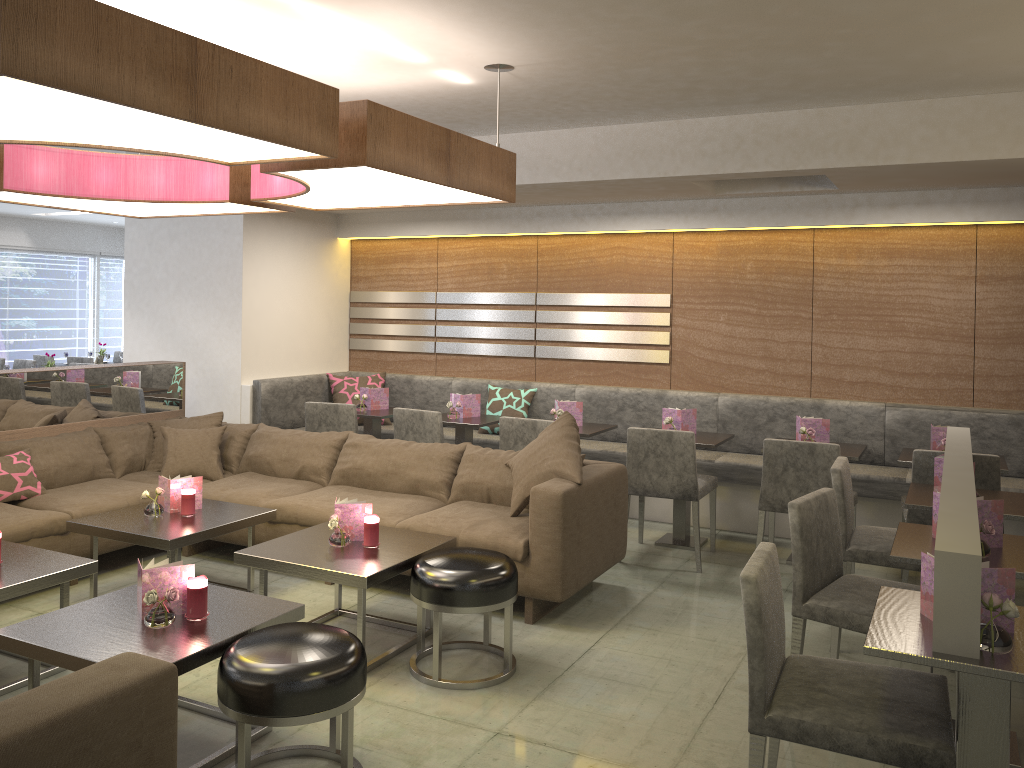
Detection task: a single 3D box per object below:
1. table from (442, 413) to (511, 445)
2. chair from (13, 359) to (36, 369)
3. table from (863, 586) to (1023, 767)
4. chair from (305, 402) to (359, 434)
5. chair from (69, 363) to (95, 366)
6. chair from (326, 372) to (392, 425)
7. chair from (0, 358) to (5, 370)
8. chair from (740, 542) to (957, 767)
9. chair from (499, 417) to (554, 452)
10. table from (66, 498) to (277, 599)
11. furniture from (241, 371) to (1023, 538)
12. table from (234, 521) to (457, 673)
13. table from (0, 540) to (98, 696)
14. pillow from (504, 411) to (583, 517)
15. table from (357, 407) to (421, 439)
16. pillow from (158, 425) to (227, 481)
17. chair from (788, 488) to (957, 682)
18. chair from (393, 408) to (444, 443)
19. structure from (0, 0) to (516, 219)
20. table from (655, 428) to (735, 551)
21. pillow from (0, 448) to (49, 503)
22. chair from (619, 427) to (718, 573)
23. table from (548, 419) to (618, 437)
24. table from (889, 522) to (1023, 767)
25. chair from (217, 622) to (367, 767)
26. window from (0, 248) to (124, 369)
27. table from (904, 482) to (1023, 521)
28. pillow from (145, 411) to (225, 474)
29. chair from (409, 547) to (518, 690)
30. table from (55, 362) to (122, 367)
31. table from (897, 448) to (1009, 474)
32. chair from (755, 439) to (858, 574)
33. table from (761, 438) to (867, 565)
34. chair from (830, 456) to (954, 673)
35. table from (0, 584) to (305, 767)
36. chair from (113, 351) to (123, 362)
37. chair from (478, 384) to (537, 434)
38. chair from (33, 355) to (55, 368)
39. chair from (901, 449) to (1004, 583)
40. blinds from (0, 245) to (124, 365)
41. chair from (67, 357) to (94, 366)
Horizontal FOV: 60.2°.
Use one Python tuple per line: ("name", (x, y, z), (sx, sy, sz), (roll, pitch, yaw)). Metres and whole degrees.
("table", (-0.331, 0.559, 6.067), (0.506, 0.654, 0.506), (2, 2, 27))
("chair", (-5.409, 0.131, 9.410), (0.477, 0.761, 0.492), (2, 2, 32))
("table", (1.142, 0.925, 2.146), (0.506, 0.654, 0.506), (2, 2, 27))
("chair", (-1.145, 0.490, 6.104), (0.477, 0.761, 0.493), (2, 2, 19))
("chair", (-4.537, 0.183, 8.979), (0.477, 0.761, 0.493), (2, 2, 22))
("chair", (-1.226, 0.124, 7.095), (0.491, 0.427, 0.296), (0, 2, -20))
("chair", (-5.892, 0.101, 9.664), (0.477, 0.761, 0.493), (2, 2, 22))
("chair", (0.860, 0.855, 2.282), (0.492, 0.761, 0.477), (2, 2, 24))
("chair", (0.195, 0.571, 5.434), (0.477, 0.761, 0.492), (2, 2, 29))
("table", (-1.593, 0.824, 4.174), (0.658, 0.411, 0.659), (3, 4, 27))
("furniture", (0.139, 0.605, 4.478), (5.653, 0.852, 4.266), (3, 5, 27))
("table", (-0.686, 0.879, 3.715), (0.658, 0.411, 0.659), (3, 4, 27))
("table", (-2.046, 0.894, 3.279), (0.658, 0.411, 0.659), (3, 4, 27))
("pillow", (0.170, 0.389, 4.310), (0.622, 0.512, 0.299), (4, 3, 41))
("table", (-1.015, 0.518, 6.413), (0.506, 0.654, 0.506), (2, 2, 27))
("pillow", (-1.884, 0.418, 5.223), (0.380, 0.322, 0.235), (0, 2, -18))
("chair", (1.251, 0.795, 3.052), (0.493, 0.761, 0.477), (2, 2, 39))
("chair", (-0.485, 0.529, 5.785), (0.477, 0.761, 0.492), (2, 2, 34))
("structure", (-1.613, -1.116, 3.493), (2.449, 0.617, 2.447), (3, 5, 27))
("table", (1.036, 0.642, 5.376), (0.506, 0.654, 0.506), (2, 2, 27))
("pillow", (-2.594, 0.478, 4.478), (0.180, 0.252, 0.464), (2, 4, 22))
("chair", (0.898, 0.614, 5.071), (0.477, 0.761, 0.493), (2, 2, 23))
("table", (0.353, 0.601, 5.721), (0.506, 0.654, 0.506), (2, 2, 27))
("table", (1.529, 0.865, 2.912), (0.506, 0.654, 0.506), (2, 2, 27))
("chair", (-0.640, 0.959, 2.585), (0.423, 0.450, 0.423), (2, 3, 23))
("window", (-6.683, -0.813, 11.905), (0.159, 2.068, 3.666), (1, 4, 27))
("table", (1.916, 0.805, 3.677), (0.506, 0.654, 0.506), (2, 2, 27))
("pillow", (-1.992, 0.371, 5.403), (0.526, 0.394, 0.292), (1, 2, -4))
("chair", (-0.189, 0.889, 3.477), (0.422, 0.450, 0.423), (1, 3, 8))
("table", (-5.006, 0.079, 10.811), (1.190, 0.633, 0.779), (3, 4, 27))
("table", (2.341, 0.722, 4.716), (0.506, 0.654, 0.506), (2, 2, 27))
("chair", (1.567, 0.656, 4.712), (0.477, 0.761, 0.493), (2, 2, 26))
("table", (1.720, 0.684, 5.030), (0.506, 0.654, 0.506), (2, 2, 27))
("chair", (1.641, 0.736, 3.808), (0.492, 0.761, 0.477), (2, 2, 25))
("table", (-1.138, 0.949, 2.820), (0.658, 0.411, 0.659), (3, 4, 27))
("chair", (-5.088, -0.024, 11.252), (0.477, 0.761, 0.493), (2, 2, 22))
("chair", (-0.036, 0.213, 6.670), (0.427, 0.395, 0.219), (2, 2, 28))
("chair", (-5.408, 0.027, 10.603), (0.477, 0.761, 0.492), (2, 2, 32))
("chair", (2.209, 0.691, 4.439), (0.477, 0.761, 0.493), (2, 2, 24))
("blinds", (-6.585, -0.834, 11.866), (0.045, 2.039, 3.658), (1, 4, 27))
("chair", (-4.911, 0.052, 10.417), (0.477, 0.761, 0.493), (2, 2, 22))
